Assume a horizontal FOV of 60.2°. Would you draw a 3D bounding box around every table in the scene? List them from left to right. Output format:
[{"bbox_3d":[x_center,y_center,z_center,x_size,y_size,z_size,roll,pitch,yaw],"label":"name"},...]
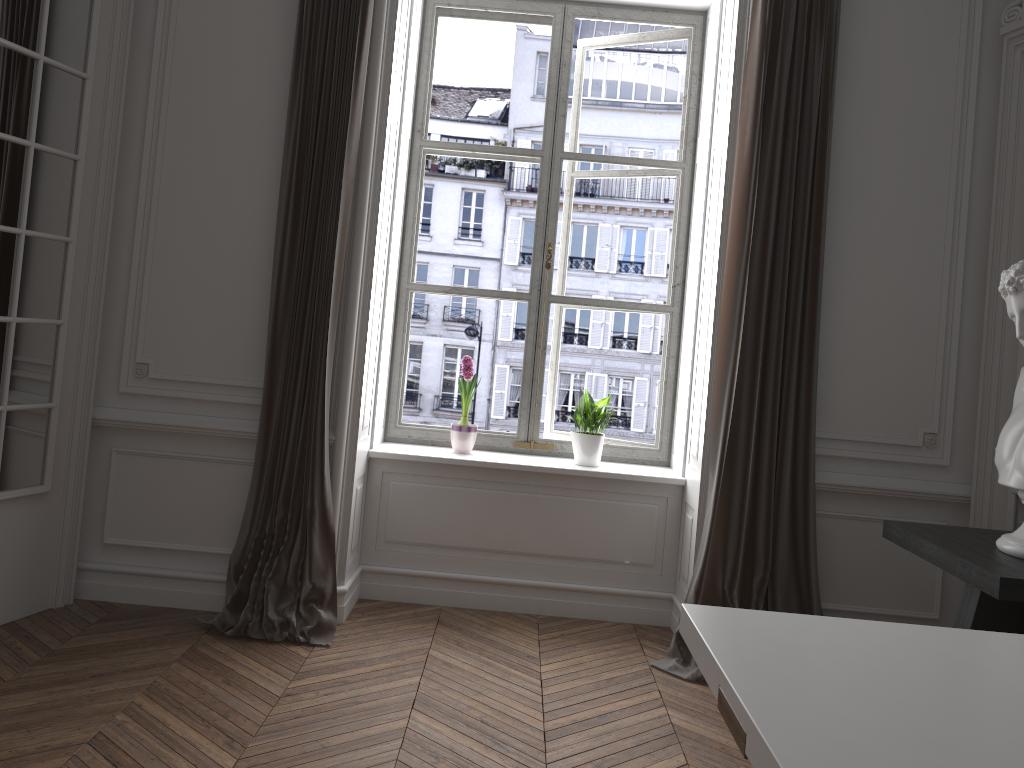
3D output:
[{"bbox_3d":[1.640,0.899,2.692,0.767,0.751,0.767,5,1,1],"label":"table"},{"bbox_3d":[0.751,0.930,0.501,0.900,0.750,2.622,5,2,0],"label":"table"}]

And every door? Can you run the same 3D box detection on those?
[{"bbox_3d":[-1.977,-0.421,3.004,0.086,2.743,1.559,4,-1,16],"label":"door"},{"bbox_3d":[2.203,-0.051,2.950,0.085,2.743,1.565,5,-1,-15],"label":"door"}]

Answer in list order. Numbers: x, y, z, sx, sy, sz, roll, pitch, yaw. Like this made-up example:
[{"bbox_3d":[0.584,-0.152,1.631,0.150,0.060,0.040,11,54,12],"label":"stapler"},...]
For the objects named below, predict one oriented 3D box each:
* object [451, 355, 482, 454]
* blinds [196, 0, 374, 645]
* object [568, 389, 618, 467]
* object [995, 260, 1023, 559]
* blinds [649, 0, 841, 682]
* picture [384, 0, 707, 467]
[{"bbox_3d":[-0.223,0.098,4.310,0.128,0.477,0.129,6,-2,-39],"label":"object"},{"bbox_3d":[-0.848,-0.557,3.638,0.581,3.110,0.309,5,-2,6],"label":"blinds"},{"bbox_3d":[0.383,0.206,4.261,0.214,0.370,0.285,5,0,-21],"label":"object"},{"bbox_3d":[1.671,0.065,2.667,0.392,0.926,0.633,5,0,1],"label":"object"},{"bbox_3d":[1.078,-0.385,3.576,0.777,3.110,0.342,5,-2,-5],"label":"blinds"},{"bbox_3d":[0.270,-0.945,0.786,13.189,4.815,13.247,5,2,-7],"label":"picture"}]
